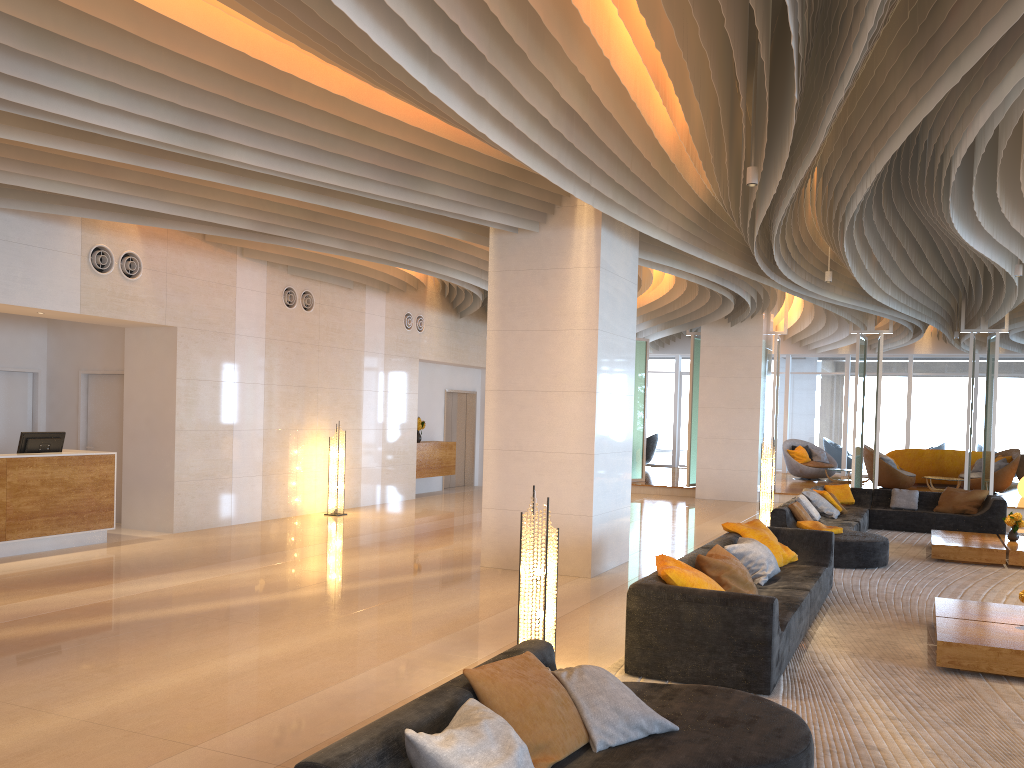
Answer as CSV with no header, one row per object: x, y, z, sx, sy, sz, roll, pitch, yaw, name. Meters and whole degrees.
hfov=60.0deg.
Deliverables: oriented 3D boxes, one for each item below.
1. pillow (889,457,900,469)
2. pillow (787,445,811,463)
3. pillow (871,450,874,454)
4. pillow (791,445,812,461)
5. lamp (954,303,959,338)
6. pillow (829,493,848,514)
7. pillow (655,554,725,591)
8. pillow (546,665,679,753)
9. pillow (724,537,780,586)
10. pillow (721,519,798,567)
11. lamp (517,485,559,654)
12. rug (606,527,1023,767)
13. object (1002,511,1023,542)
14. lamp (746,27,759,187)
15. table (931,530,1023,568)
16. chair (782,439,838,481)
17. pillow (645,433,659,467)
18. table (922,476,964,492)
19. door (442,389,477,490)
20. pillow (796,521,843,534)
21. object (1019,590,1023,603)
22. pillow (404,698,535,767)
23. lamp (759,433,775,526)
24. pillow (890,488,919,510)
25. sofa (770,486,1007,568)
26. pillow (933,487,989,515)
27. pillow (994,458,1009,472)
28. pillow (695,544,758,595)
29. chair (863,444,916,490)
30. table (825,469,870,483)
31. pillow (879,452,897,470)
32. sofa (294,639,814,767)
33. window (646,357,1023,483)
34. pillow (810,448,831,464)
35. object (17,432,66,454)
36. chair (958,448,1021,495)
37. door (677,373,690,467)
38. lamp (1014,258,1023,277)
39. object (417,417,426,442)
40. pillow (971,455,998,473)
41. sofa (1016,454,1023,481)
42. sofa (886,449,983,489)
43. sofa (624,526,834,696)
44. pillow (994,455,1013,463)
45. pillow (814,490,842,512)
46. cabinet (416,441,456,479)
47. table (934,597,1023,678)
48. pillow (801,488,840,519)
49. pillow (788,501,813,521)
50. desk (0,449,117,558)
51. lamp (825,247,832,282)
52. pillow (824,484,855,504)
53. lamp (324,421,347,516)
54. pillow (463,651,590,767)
8.470,1.757,19.913,0.513,0.409,0.455,2,-1,-43,pillow
7.192,1.768,22.183,0.463,0.455,0.632,1,-1,41,pillow
8.100,1.693,19.699,0.367,0.422,0.613,2,-1,23,pillow
7.385,1.767,22.547,0.616,0.422,0.365,2,0,-32,pillow
9.400,-1.722,18.700,0.087,1.507,0.090,2,2,33,lamp
4.712,1.745,13.054,0.332,0.319,0.410,2,-1,-7,pillow
1.236,1.375,5.940,0.546,0.378,0.639,2,-1,3,pillow
0.405,1.352,3.791,0.435,0.247,0.463,2,-1,-30,pillow
2.021,1.507,7.458,0.414,0.377,0.595,1,-1,27,pillow
2.341,1.486,8.312,0.650,0.378,0.537,3,-1,-44,pillow
0.159,1.221,5.361,0.247,1.199,0.253,2,1,24,lamp
3.988,1.964,6.535,5.438,0.022,16.436,1,-2,25,rug
6.258,1.769,11.046,0.270,0.377,0.232,1,0,-34,object
1.926,-2.330,7.017,0.088,1.507,0.090,2,1,15,lamp
6.060,2.059,10.972,1.579,0.220,1.622,1,-2,24,table
7.489,1.902,22.328,1.538,1.006,1.121,2,-1,-23,chair
3.688,1.908,25.815,1.119,1.006,1.540,1,-1,27,pillow
9.343,2.196,19.194,0.815,0.318,1.084,2,-2,6,table
-1.217,1.187,19.057,0.243,2.102,1.423,2,1,25,door
3.685,1.722,10.615,0.423,0.136,0.404,3,-2,-32,pillow
3.678,1.532,6.199,0.270,0.377,0.232,1,0,-44,object
-0.078,1.264,2.916,0.451,0.345,0.571,1,-1,23,pillow
3.822,1.466,13.279,0.247,1.452,0.253,2,1,24,lamp
6.181,1.815,13.967,0.402,0.312,0.326,1,0,26,pillow
5.227,1.849,11.965,2.787,0.654,5.156,1,-2,25,sofa
6.916,1.798,13.662,0.557,0.378,0.627,3,-1,-44,pillow
10.361,1.781,18.962,0.457,0.409,0.511,1,-1,27,pillow
1.576,1.424,6.502,0.437,0.410,0.610,1,-1,27,pillow
8.314,1.835,19.587,1.117,1.006,1.542,1,-1,32,chair
8.159,2.238,21.490,1.063,0.318,0.831,1,-2,31,table
8.146,1.699,19.298,0.470,0.455,0.623,2,-1,6,pillow
0.401,1.462,3.431,1.336,0.577,2.283,1,-2,25,sofa
8.733,0.265,6.681,22.289,3.223,54.107,2,-2,-9,window
7.802,1.825,22.514,0.506,0.409,0.461,2,0,-8,pillow
-5.222,0.751,9.887,0.349,0.435,0.543,2,-1,25,object
10.391,1.887,19.321,1.128,1.006,1.529,2,-1,12,chair
5.592,1.074,25.912,1.439,2.774,0.061,2,1,24,door
6.228,-2.076,10.857,0.090,1.507,0.088,1,1,-21,lamp
-1.772,0.862,16.868,0.264,0.497,0.237,2,1,11,object
10.459,1.778,19.642,0.476,0.455,0.615,2,-1,-14,pillow
11.683,1.953,18.628,1.120,0.901,2.537,2,-2,-15,sofa
10.076,1.985,20.988,2.540,0.902,1.119,1,-1,14,sofa
1.905,1.624,7.077,0.929,0.582,3.827,1,-2,25,sofa
10.642,1.753,19.286,0.371,0.422,0.606,2,-1,3,pillow
4.582,1.710,12.937,0.326,0.335,0.420,2,-1,-10,pillow
-1.706,1.456,17.257,0.551,0.662,1.530,2,-1,25,cabinet
3.852,1.837,6.236,1.579,0.220,1.622,1,-2,24,table
4.397,1.702,12.645,0.540,0.377,0.659,1,-1,20,pillow
3.608,1.630,10.993,0.324,0.311,0.430,1,-1,26,pillow
-6.458,1.172,7.474,0.885,1.050,6.759,2,-2,25,desk
4.216,-2.105,11.740,0.090,1.507,0.088,1,1,-21,lamp
5.296,1.779,14.346,0.410,0.316,0.340,2,0,-4,pillow
-2.685,1.287,13.598,0.247,1.452,0.253,2,1,24,lamp
0.099,1.297,3.546,0.391,0.392,0.613,2,-1,27,pillow
